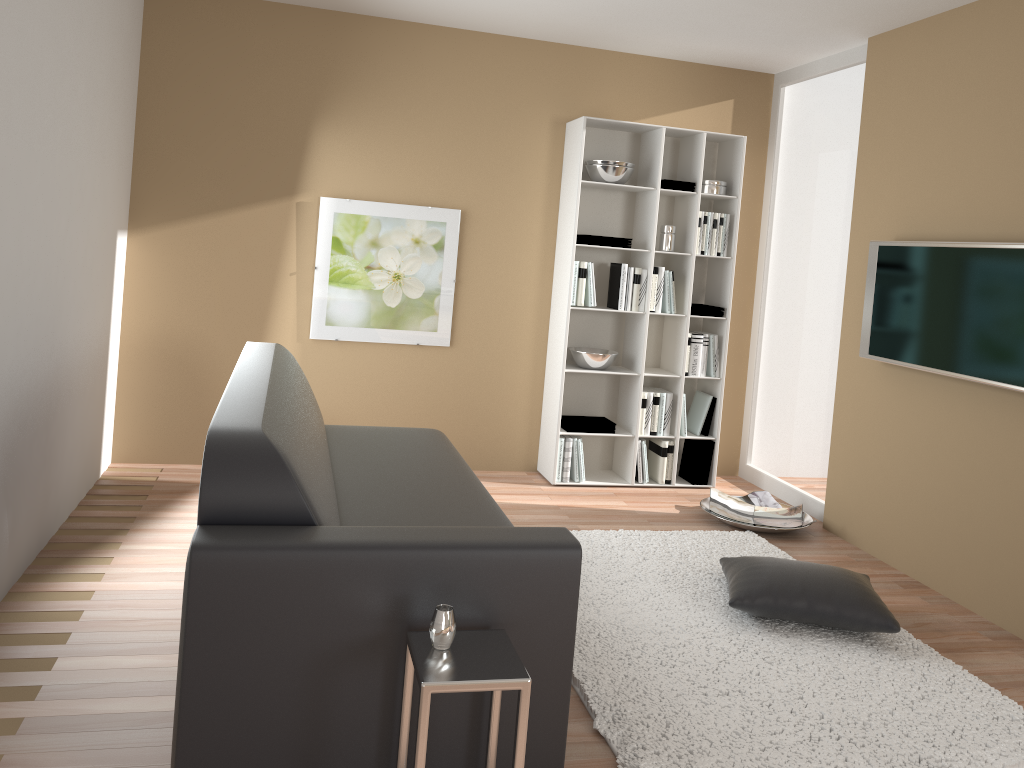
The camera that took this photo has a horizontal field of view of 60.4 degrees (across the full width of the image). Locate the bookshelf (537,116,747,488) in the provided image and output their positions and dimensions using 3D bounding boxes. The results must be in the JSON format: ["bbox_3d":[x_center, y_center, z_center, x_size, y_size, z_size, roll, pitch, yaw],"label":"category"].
[{"bbox_3d":[0.784,-0.482,5.369,1.037,2.132,0.335,4,2,-14],"label":"bookshelf"}]

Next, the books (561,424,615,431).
[{"bbox_3d":[0.442,0.253,5.290,0.296,0.006,0.213,2,9,-16],"label":"books"}]

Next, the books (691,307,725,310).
[{"bbox_3d":[1.153,-0.478,5.456,0.210,0.008,0.301,3,9,-14],"label":"books"}]

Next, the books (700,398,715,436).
[{"bbox_3d":[1.184,0.185,5.479,0.043,0.237,0.213,4,5,-14],"label":"books"}]

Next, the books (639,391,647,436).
[{"bbox_3d":[0.756,0.162,5.339,0.040,0.257,0.209,4,4,-14],"label":"books"}]

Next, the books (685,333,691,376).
[{"bbox_3d":[1.030,-0.193,5.396,0.040,0.257,0.209,4,4,-14],"label":"books"}]

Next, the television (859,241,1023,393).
[{"bbox_3d":[1.902,-0.321,3.773,0.054,0.574,1.188,4,7,-15],"label":"television"}]

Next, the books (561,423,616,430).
[{"bbox_3d":[0.446,0.248,5.291,0.296,0.006,0.213,3,9,-14],"label":"books"}]

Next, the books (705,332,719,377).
[{"bbox_3d":[1.224,-0.185,5.449,0.060,0.258,0.209,4,4,-14],"label":"books"}]

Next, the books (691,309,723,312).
[{"bbox_3d":[1.147,-0.468,5.456,0.210,0.006,0.301,3,9,-13],"label":"books"}]

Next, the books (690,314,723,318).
[{"bbox_3d":[1.145,-0.435,5.458,0.210,0.007,0.301,3,9,-14],"label":"books"}]

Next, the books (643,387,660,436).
[{"bbox_3d":[0.836,0.165,5.363,0.040,0.257,0.209,4,4,-14],"label":"books"}]

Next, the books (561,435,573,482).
[{"bbox_3d":[0.305,0.429,5.238,0.040,0.257,0.209,4,4,-14],"label":"books"}]

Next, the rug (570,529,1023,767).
[{"bbox_3d":[0.772,0.896,3.309,1.446,0.045,2.049,3,9,-14],"label":"rug"}]

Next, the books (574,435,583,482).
[{"bbox_3d":[0.379,0.432,5.254,0.058,0.256,0.210,4,4,-14],"label":"books"}]

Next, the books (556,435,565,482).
[{"bbox_3d":[0.258,0.426,5.232,0.040,0.257,0.209,4,4,-14],"label":"books"}]

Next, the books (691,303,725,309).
[{"bbox_3d":[1.152,-0.488,5.452,0.210,0.006,0.301,3,9,-14],"label":"books"}]

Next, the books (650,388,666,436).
[{"bbox_3d":[0.875,0.166,5.374,0.040,0.257,0.209,4,4,-14],"label":"books"}]

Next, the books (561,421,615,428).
[{"bbox_3d":[0.446,0.237,5.289,0.297,0.006,0.213,3,9,-13],"label":"books"}]

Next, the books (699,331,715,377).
[{"bbox_3d":[1.199,-0.186,5.444,0.060,0.258,0.210,4,4,-14],"label":"books"}]

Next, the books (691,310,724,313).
[{"bbox_3d":[1.149,-0.462,5.455,0.210,0.006,0.301,3,9,-14],"label":"books"}]

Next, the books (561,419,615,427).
[{"bbox_3d":[0.446,0.225,5.293,0.296,0.008,0.213,3,9,-14],"label":"books"}]

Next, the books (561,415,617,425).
[{"bbox_3d":[0.452,0.216,5.291,0.296,0.006,0.213,3,9,-14],"label":"books"}]

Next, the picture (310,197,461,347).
[{"bbox_3d":[-0.731,-0.644,5.126,0.814,0.813,0.019,3,2,-14],"label":"picture"}]

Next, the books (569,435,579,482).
[{"bbox_3d":[0.353,0.429,5.252,0.060,0.258,0.209,4,4,-14],"label":"books"}]

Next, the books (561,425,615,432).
[{"bbox_3d":[0.444,0.259,5.291,0.296,0.006,0.213,3,9,-14],"label":"books"}]

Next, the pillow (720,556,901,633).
[{"bbox_3d":[1.132,0.808,3.434,0.610,0.208,0.586,6,8,11],"label":"pillow"}]

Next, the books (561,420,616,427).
[{"bbox_3d":[0.446,0.231,5.293,0.296,0.008,0.213,3,9,-14],"label":"books"}]

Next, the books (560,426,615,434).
[{"bbox_3d":[0.443,0.270,5.290,0.296,0.007,0.213,3,9,-14],"label":"books"}]

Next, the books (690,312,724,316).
[{"bbox_3d":[1.147,-0.446,5.457,0.210,0.006,0.301,3,9,-14],"label":"books"}]

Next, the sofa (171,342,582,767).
[{"bbox_3d":[-0.539,0.406,3.113,0.949,0.828,2.285,3,8,-14],"label":"sofa"}]

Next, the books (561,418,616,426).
[{"bbox_3d":[0.451,0.221,5.289,0.296,0.007,0.213,3,9,-14],"label":"books"}]

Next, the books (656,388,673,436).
[{"bbox_3d":[0.917,0.168,5.384,0.040,0.257,0.209,4,4,-14],"label":"books"}]

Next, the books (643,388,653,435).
[{"bbox_3d":[0.795,0.162,5.355,0.040,0.257,0.209,4,4,-14],"label":"books"}]

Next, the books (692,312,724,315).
[{"bbox_3d":[1.147,-0.452,5.459,0.210,0.006,0.301,2,9,-16],"label":"books"}]

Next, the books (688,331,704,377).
[{"bbox_3d":[1.092,-0.190,5.407,0.076,0.257,0.210,4,4,-14],"label":"books"}]

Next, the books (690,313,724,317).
[{"bbox_3d":[1.147,-0.440,5.457,0.210,0.006,0.301,3,9,-14],"label":"books"}]

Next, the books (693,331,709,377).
[{"bbox_3d":[1.147,-0.189,5.435,0.040,0.257,0.209,4,4,-14],"label":"books"}]

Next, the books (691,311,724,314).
[{"bbox_3d":[1.148,-0.457,5.455,0.210,0.006,0.301,3,9,-14],"label":"books"}]

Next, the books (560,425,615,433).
[{"bbox_3d":[0.443,0.264,5.291,0.296,0.006,0.213,3,9,-14],"label":"books"}]

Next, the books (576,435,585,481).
[{"bbox_3d":[0.392,0.429,5.274,0.058,0.256,0.210,4,4,-14],"label":"books"}]

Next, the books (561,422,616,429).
[{"bbox_3d":[0.447,0.243,5.291,0.296,0.006,0.213,3,9,-14],"label":"books"}]
